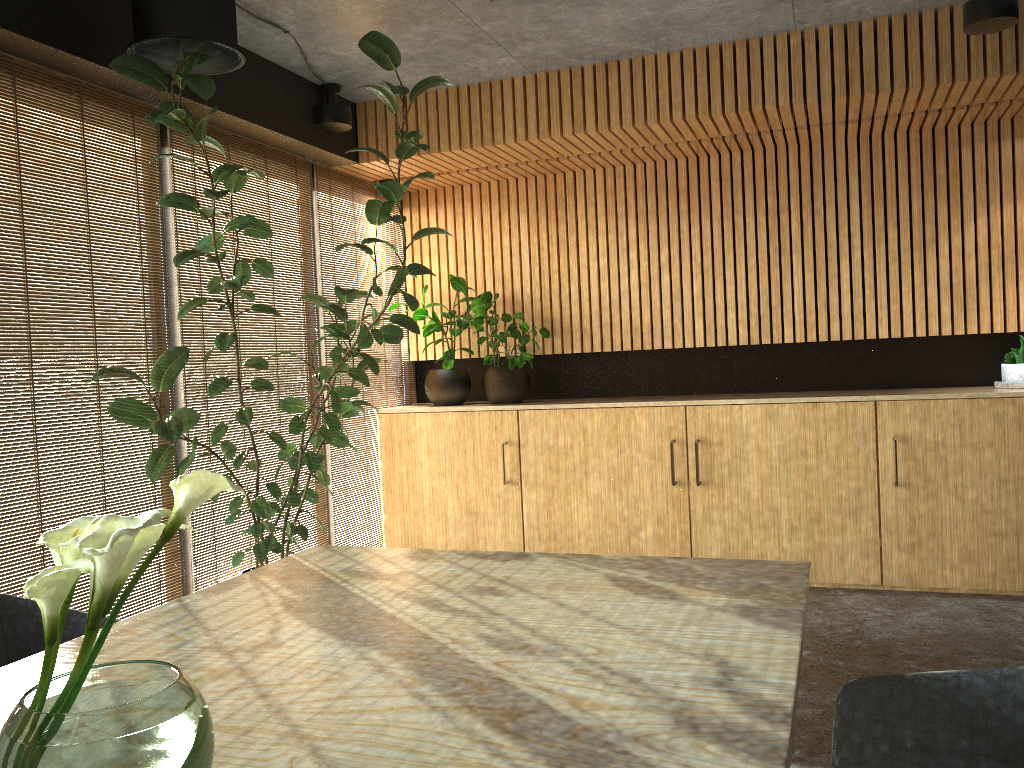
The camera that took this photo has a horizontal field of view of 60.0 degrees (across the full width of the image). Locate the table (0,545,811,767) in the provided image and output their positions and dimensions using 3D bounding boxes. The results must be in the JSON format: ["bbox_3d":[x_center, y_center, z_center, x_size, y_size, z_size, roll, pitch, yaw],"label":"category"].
[{"bbox_3d":[-0.557,1.139,1.295,1.816,0.927,3.932,-2,2,20],"label":"table"}]

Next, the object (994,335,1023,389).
[{"bbox_3d":[3.387,-0.149,5.835,0.384,0.347,0.384,-1,2,43],"label":"object"}]

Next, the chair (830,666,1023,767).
[{"bbox_3d":[0.918,1.051,1.710,0.761,0.944,0.706,-2,2,20],"label":"chair"}]

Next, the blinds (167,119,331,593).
[{"bbox_3d":[-1.588,-0.025,5.596,0.039,3.038,1.422,-2,2,20],"label":"blinds"}]

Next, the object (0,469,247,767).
[{"bbox_3d":[-0.587,0.403,1.296,0.295,0.546,0.322,-2,2,30],"label":"object"}]

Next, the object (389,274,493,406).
[{"bbox_3d":[-0.575,-0.355,7.107,0.640,1.054,0.666,-4,2,-28],"label":"object"}]

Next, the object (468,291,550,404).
[{"bbox_3d":[-0.095,-0.285,6.919,0.679,0.880,0.512,-2,2,24],"label":"object"}]

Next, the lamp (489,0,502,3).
[{"bbox_3d":[-0.706,-1.585,1.242,0.151,0.618,4.009,-2,2,20],"label":"lamp"}]

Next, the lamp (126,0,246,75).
[{"bbox_3d":[-1.502,-1.712,4.072,0.513,0.497,0.513,-3,2,-9],"label":"lamp"}]

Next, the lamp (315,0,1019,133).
[{"bbox_3d":[0.630,-1.931,5.260,4.179,0.294,0.257,-2,2,20],"label":"lamp"}]

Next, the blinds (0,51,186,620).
[{"bbox_3d":[-2.101,0.038,4.195,0.039,3.038,1.422,-2,2,20],"label":"blinds"}]

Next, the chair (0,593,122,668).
[{"bbox_3d":[-1.522,1.140,2.607,0.761,0.944,0.706,-2,2,20],"label":"chair"}]

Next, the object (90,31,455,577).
[{"bbox_3d":[-1.360,-0.096,4.938,1.875,3.266,1.958,-4,2,-31],"label":"object"}]

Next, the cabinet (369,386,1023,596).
[{"bbox_3d":[1.361,0.735,6.540,4.954,1.272,1.006,-2,2,20],"label":"cabinet"}]

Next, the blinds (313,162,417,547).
[{"bbox_3d":[-1.084,-0.087,6.973,0.039,3.038,1.422,-2,2,20],"label":"blinds"}]
